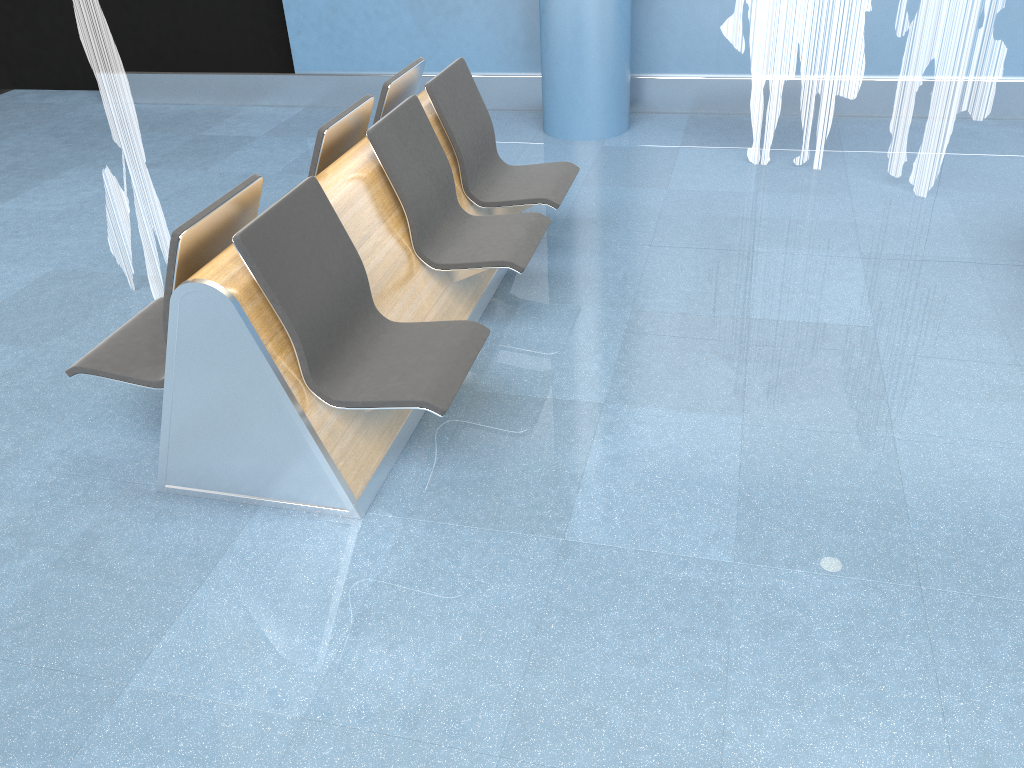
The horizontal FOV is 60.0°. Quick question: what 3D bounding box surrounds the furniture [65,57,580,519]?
[{"bbox_3d":[-0.564,-0.594,3.527,1.301,0.896,2.281,5,33,14],"label":"furniture"}]
